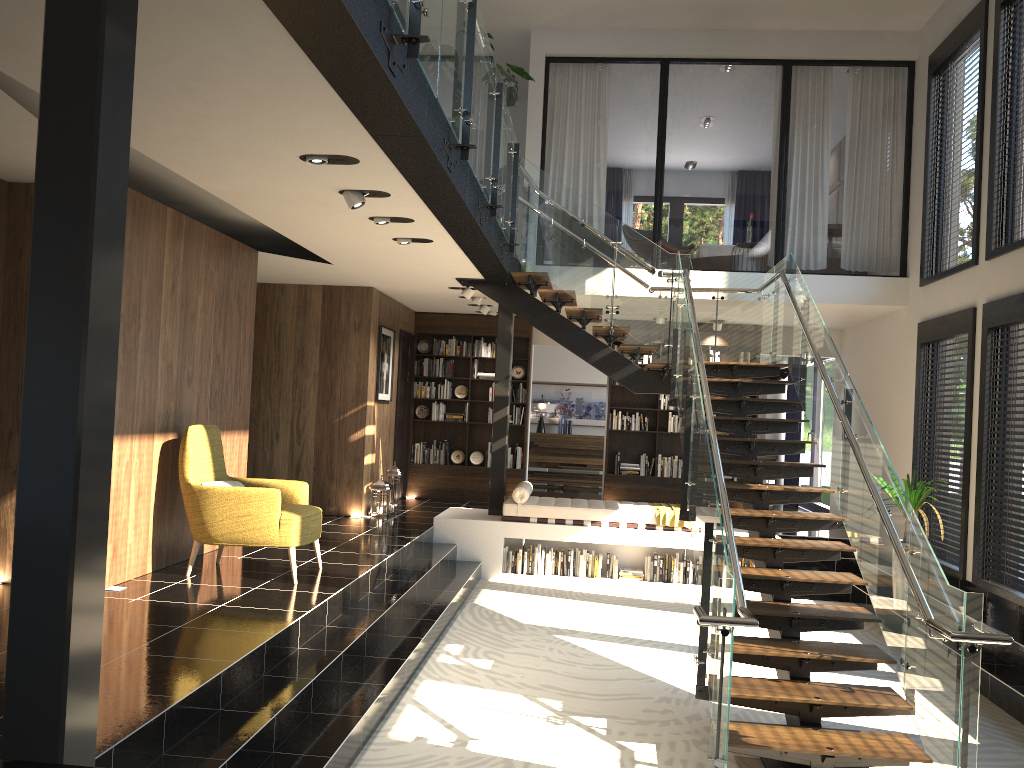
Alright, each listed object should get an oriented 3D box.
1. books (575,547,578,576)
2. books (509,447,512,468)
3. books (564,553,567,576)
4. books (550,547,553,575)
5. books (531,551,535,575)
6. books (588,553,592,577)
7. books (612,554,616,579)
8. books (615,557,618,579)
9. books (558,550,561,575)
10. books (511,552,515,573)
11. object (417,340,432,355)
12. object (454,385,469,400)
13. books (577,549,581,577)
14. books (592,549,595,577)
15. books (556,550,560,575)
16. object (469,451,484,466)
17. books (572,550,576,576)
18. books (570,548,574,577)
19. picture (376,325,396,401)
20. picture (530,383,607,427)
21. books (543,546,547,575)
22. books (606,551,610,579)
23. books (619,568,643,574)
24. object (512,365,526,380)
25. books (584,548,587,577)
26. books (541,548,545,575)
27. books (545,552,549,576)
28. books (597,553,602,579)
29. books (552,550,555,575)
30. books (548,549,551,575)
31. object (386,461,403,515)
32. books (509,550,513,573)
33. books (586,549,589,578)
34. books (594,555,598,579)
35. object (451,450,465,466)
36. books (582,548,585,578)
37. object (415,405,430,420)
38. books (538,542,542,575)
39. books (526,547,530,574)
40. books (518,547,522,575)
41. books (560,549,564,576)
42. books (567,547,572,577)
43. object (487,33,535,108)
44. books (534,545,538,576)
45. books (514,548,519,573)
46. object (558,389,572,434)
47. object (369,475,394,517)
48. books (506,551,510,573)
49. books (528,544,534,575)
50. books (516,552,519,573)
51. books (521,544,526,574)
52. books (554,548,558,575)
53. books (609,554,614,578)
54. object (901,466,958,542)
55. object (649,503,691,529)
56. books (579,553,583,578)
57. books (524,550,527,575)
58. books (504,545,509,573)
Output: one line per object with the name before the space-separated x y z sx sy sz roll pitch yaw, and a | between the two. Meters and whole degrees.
books | 0.723 1.982 9.900 0.023 0.308 0.126 3 -1 5
books | -0.025 1.061 12.782 0.011 0.300 0.154 3 -1 5
books | 0.597 2.013 9.904 0.050 0.234 0.149 3 -1 5
books | 0.443 1.974 9.902 0.020 0.295 0.102 3 -1 5
books | 0.241 1.993 9.882 0.029 0.237 0.147 3 -1 5
books | 0.870 2.017 9.885 0.034 0.252 0.151 3 -1 5
books | 1.135 2.026 9.859 0.020 0.257 0.154 3 -1 5
books | 1.159 2.047 9.857 0.030 0.218 0.186 3 -1 5
books | 0.535 1.996 9.905 0.019 0.261 0.183 3 -1 5
books | 0.017 1.996 9.918 0.029 0.211 0.130 3 -1 5
object | -1.275 -0.535 12.906 0.212 0.222 0.082 3 -1 5
object | -0.735 0.121 12.866 0.212 0.222 0.082 3 -1 5
books | 0.745 1.993 9.889 0.025 0.287 0.169 3 -1 5
books | 0.906 1.998 9.893 0.036 0.293 0.128 3 -1 5
books | 0.515 1.997 9.924 0.023 0.260 0.133 3 -1 5
object | -0.510 1.077 12.798 0.212 0.222 0.082 3 -1 5
books | 0.696 1.999 9.903 0.029 0.271 0.128 3 -1 5
books | 0.668 1.987 9.888 0.025 0.293 0.205 3 -1 5
picture | -1.576 -0.244 11.112 0.028 0.911 0.749 3 -1 5
picture | 2.011 0.432 16.290 3.543 0.748 0.035 3 -1 5
books | 0.370 1.961 9.874 0.021 0.313 0.139 3 -1 5
books | 1.066 2.010 9.875 0.030 0.284 0.176 3 -1 5
books | 1.323 2.078 9.858 0.249 0.026 0.148 3 -2 3
object | 0.089 -0.158 12.778 0.212 0.222 0.082 3 -1 5
books | 0.819 1.987 9.871 0.020 0.305 0.172 3 -1 5
books | 0.346 1.975 9.867 0.025 0.282 0.149 3 -1 5
books | 0.393 1.998 9.869 0.029 0.240 0.165 3 -1 5
books | 0.973 2.018 9.850 0.050 0.258 0.215 3 -1 5
books | 0.468 2.002 9.945 0.026 0.246 0.149 3 -1 5
books | 0.420 1.985 9.881 0.021 0.270 0.148 3 -1 5
object | -1.439 1.259 10.792 0.182 0.642 0.182 3 -1 5
books | -0.013 1.979 9.893 0.027 0.241 0.150 3 -1 5
books | 0.841 1.994 9.873 0.023 0.293 0.157 3 -1 5
books | 0.932 2.028 9.845 0.028 0.232 0.206 3 -1 5
object | -0.783 1.065 12.828 0.212 0.222 0.082 3 -1 5
books | 0.797 1.987 9.878 0.026 0.305 0.187 3 -1 5
object | -1.305 0.412 12.912 0.212 0.222 0.082 3 -1 5
books | 0.309 1.945 9.871 0.051 0.338 0.187 3 -1 5
books | 0.185 1.969 9.893 0.028 0.279 0.120 3 -1 5
books | 0.097 1.968 9.877 0.035 0.273 0.200 3 -1 5
books | 0.558 1.987 9.895 0.028 0.282 0.173 3 -1 5
books | 0.638 1.982 9.878 0.033 0.299 0.196 3 -1 5
object | -0.547 -2.267 7.511 1.465 1.554 1.260 3 -1 -6
books | 0.269 1.957 9.855 0.028 0.309 0.211 3 -1 5
books | 0.048 1.975 9.919 0.030 0.256 0.145 3 -1 5
object | 0.985 0.507 16.238 0.272 0.860 0.270 2 -1 20
object | -1.563 1.326 10.570 0.262 0.483 0.262 3 -1 5
books | -0.039 1.983 9.892 0.024 0.229 0.171 3 -1 5
books | 0.212 1.948 9.862 0.030 0.322 0.203 3 -1 5
books | 0.071 1.991 9.909 0.020 0.225 0.156 3 -1 5
books | 0.132 1.950 9.902 0.029 0.314 0.163 3 -1 5
books | 0.493 1.984 9.941 0.025 0.285 0.137 3 -1 5
books | 1.105 2.029 9.888 0.045 0.251 0.142 3 -1 5
object | 3.681 1.445 8.287 0.876 1.337 0.830 3 -1 -6
object | 1.805 1.649 10.194 0.466 0.510 1.167 3 -2 5
books | 0.768 2.014 9.863 0.027 0.246 0.193 3 -1 5
books | 0.155 1.980 9.863 0.027 0.254 0.204 3 -1 5
books | -0.060 1.955 9.910 0.024 0.286 0.130 3 -1 5
